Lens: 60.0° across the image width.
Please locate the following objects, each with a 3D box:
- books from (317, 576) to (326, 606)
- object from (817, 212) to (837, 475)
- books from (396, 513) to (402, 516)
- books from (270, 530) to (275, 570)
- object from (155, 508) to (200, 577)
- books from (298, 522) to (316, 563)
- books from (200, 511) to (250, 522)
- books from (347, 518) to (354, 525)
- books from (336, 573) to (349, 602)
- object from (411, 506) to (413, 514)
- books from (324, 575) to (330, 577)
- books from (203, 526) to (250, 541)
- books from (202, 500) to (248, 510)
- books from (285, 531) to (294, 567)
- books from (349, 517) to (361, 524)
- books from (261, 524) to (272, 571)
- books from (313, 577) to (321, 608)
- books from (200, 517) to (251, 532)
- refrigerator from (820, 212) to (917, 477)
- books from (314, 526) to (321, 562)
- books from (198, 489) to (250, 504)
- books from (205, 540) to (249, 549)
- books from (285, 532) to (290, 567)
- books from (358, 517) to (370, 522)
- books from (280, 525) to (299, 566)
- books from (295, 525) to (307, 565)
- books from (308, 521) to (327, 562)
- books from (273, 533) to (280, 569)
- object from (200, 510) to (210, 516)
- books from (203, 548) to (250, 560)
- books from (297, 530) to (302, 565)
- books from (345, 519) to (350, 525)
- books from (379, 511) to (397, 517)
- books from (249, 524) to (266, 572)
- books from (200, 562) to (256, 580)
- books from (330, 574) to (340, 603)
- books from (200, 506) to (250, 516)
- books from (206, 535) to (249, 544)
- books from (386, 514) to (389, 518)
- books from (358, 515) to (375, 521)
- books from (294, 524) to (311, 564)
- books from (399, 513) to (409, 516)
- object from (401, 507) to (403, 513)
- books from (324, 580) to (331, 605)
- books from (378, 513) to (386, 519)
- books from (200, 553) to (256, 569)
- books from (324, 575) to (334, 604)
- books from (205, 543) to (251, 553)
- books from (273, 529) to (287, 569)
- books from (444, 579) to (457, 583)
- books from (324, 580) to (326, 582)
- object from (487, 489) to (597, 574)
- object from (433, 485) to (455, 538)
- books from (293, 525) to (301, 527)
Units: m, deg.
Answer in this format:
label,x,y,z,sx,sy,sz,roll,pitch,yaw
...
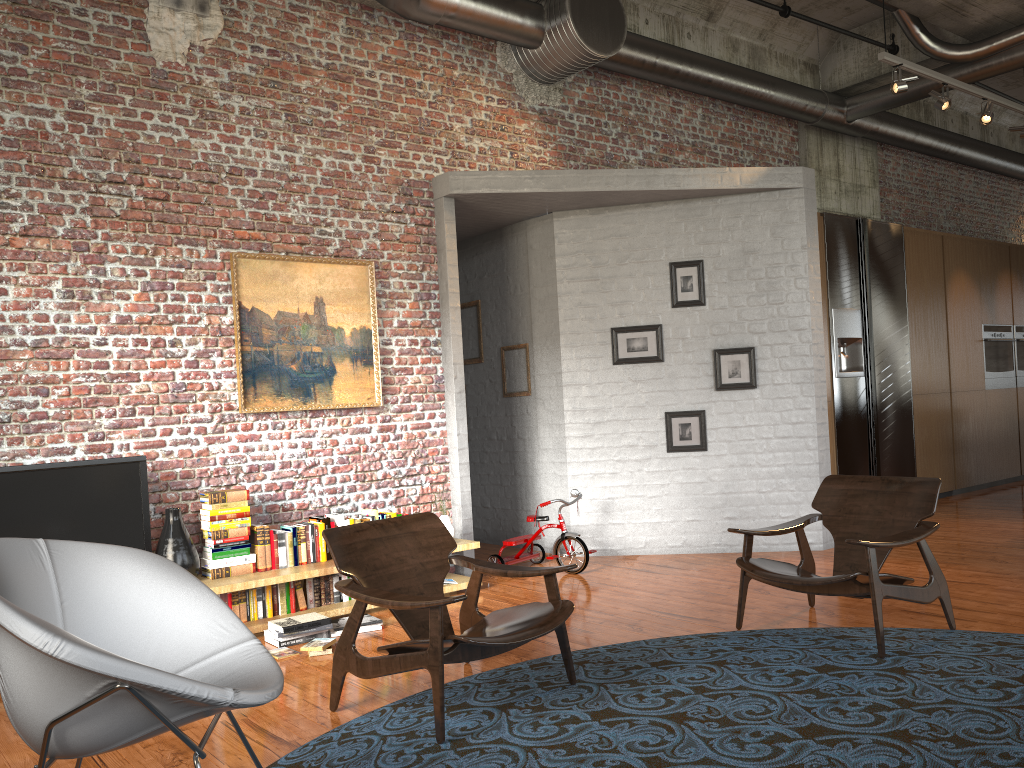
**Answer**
label,x,y,z,sx,sy,sz,roll,pitch,yaw
books,-1.268,1.340,5.825,0.033,0.225,0.105,-4,0,-38
object,2.493,-0.120,8.711,0.910,3.045,0.860,-3,0,-38
books,-0.851,1.051,6.369,0.045,0.240,0.175,-4,0,-39
books,-1.584,1.067,5.736,0.026,0.251,0.160,-4,0,-38
object,-2.051,0.986,5.401,0.268,0.456,0.268,-3,0,-7
books,-1.367,1.055,5.910,0.034,0.259,0.180,-4,0,-38
books,-1.807,0.829,5.580,0.253,0.034,0.183,-2,-2,-38
books,-1.143,1.055,6.124,0.034,0.253,0.183,-4,0,-39
books,-1.149,1.339,5.940,0.040,0.219,0.133,-4,0,-38
object,-0.735,1.034,6.570,0.057,0.273,0.057,-3,0,12
books,-1.225,1.361,5.881,0.026,0.176,0.119,-4,0,-38
books,-1.801,0.934,5.583,0.246,0.057,0.171,-2,-2,-38
books,-1.810,0.760,5.590,0.231,0.037,0.168,-2,-2,-38
books,-1.478,1.077,5.801,0.026,0.223,0.161,-4,0,-38
books,-1.109,1.057,6.154,0.057,0.246,0.171,-3,0,-39
books,-1.616,1.052,5.722,0.040,0.284,0.198,-4,0,-38
books,-1.305,1.361,5.812,0.043,0.187,0.143,-3,0,-38
books,-1.804,0.876,5.584,0.259,0.060,0.180,-2,-2,-38
refrigerator,3.371,-0.143,9.556,1.516,3.051,1.212,-3,0,-38
books,-1.344,1.069,5.941,0.037,0.231,0.168,-4,0,-38
books,-1.819,0.709,5.593,0.259,0.066,0.198,-2,-2,-38
books,-1.796,1.001,5.582,0.223,0.027,0.161,-2,-2,-38
books,-1.503,1.078,5.792,0.027,0.223,0.161,-4,0,-38
books,-1.052,1.058,6.206,0.045,0.240,0.175,-4,0,-39
books,-1.464,1.062,5.831,0.034,0.254,0.183,-4,0,-38
books,-1.414,1.063,5.866,0.032,0.246,0.171,-4,0,-38
books,-1.307,1.056,5.949,0.034,0.254,0.183,-4,0,-38
books,-1.557,1.080,5.744,0.026,0.223,0.161,-4,0,-38
object,-1.807,0.795,5.576,0.248,0.031,0.178,-2,-2,-38
books,-1.801,1.063,5.585,0.240,0.045,0.175,-2,-2,-38
books,-1.438,1.076,5.848,0.027,0.223,0.161,-4,0,-38
books,-1.171,1.056,6.106,0.034,0.253,0.183,-4,0,-39
books,-0.882,1.046,6.345,0.034,0.253,0.183,-4,0,-39
books,-1.639,1.049,5.682,0.044,0.291,0.176,-4,0,-38
books,-1.793,1.171,5.596,0.284,0.066,0.198,-2,-2,-38
books,-1.195,1.358,5.900,0.043,0.186,0.129,-3,0,-38
books,-1.807,0.794,5.577,0.253,0.034,0.183,-2,-2,-38
books,-1.795,0.975,5.579,0.223,0.026,0.161,-2,-2,-38
books,-0.919,1.048,6.303,0.026,0.250,0.160,-4,0,-39
books,-1.015,1.050,6.222,0.034,0.253,0.183,-4,0,-39
books,-1.391,1.060,5.888,0.032,0.251,0.160,-4,0,-38
books,-0.799,1.054,6.411,0.037,0.231,0.168,-4,0,-39
object,-0.805,1.037,6.532,0.057,0.273,0.057,-3,0,12
books,-1.242,1.374,5.850,0.036,0.156,0.108,-3,0,-38
books,-0.955,1.045,6.280,0.060,0.259,0.180,-3,0,-39
books,-1.789,1.111,5.590,0.290,0.053,0.176,-2,-2,-38
books,-1.224,1.361,5.880,0.028,0.182,0.120,-4,0,-38
books,-1.794,1.027,5.582,0.250,0.026,0.160,-2,-2,-38
books,-1.529,1.070,5.766,0.045,0.240,0.175,-4,0,-38
books,-0.520,1.411,6.330,0.230,0.023,0.169,-3,-1,-18
books,-1.242,1.373,5.850,0.032,0.151,0.105,-4,0,-38
object,6.727,0.802,7.094,20.814,0.657,8.778,-2,-2,-38
object,-0.498,0.932,6.517,0.234,0.445,0.197,-3,0,39
books,-1.413,1.061,5.864,0.031,0.240,0.165,-4,0,-38
